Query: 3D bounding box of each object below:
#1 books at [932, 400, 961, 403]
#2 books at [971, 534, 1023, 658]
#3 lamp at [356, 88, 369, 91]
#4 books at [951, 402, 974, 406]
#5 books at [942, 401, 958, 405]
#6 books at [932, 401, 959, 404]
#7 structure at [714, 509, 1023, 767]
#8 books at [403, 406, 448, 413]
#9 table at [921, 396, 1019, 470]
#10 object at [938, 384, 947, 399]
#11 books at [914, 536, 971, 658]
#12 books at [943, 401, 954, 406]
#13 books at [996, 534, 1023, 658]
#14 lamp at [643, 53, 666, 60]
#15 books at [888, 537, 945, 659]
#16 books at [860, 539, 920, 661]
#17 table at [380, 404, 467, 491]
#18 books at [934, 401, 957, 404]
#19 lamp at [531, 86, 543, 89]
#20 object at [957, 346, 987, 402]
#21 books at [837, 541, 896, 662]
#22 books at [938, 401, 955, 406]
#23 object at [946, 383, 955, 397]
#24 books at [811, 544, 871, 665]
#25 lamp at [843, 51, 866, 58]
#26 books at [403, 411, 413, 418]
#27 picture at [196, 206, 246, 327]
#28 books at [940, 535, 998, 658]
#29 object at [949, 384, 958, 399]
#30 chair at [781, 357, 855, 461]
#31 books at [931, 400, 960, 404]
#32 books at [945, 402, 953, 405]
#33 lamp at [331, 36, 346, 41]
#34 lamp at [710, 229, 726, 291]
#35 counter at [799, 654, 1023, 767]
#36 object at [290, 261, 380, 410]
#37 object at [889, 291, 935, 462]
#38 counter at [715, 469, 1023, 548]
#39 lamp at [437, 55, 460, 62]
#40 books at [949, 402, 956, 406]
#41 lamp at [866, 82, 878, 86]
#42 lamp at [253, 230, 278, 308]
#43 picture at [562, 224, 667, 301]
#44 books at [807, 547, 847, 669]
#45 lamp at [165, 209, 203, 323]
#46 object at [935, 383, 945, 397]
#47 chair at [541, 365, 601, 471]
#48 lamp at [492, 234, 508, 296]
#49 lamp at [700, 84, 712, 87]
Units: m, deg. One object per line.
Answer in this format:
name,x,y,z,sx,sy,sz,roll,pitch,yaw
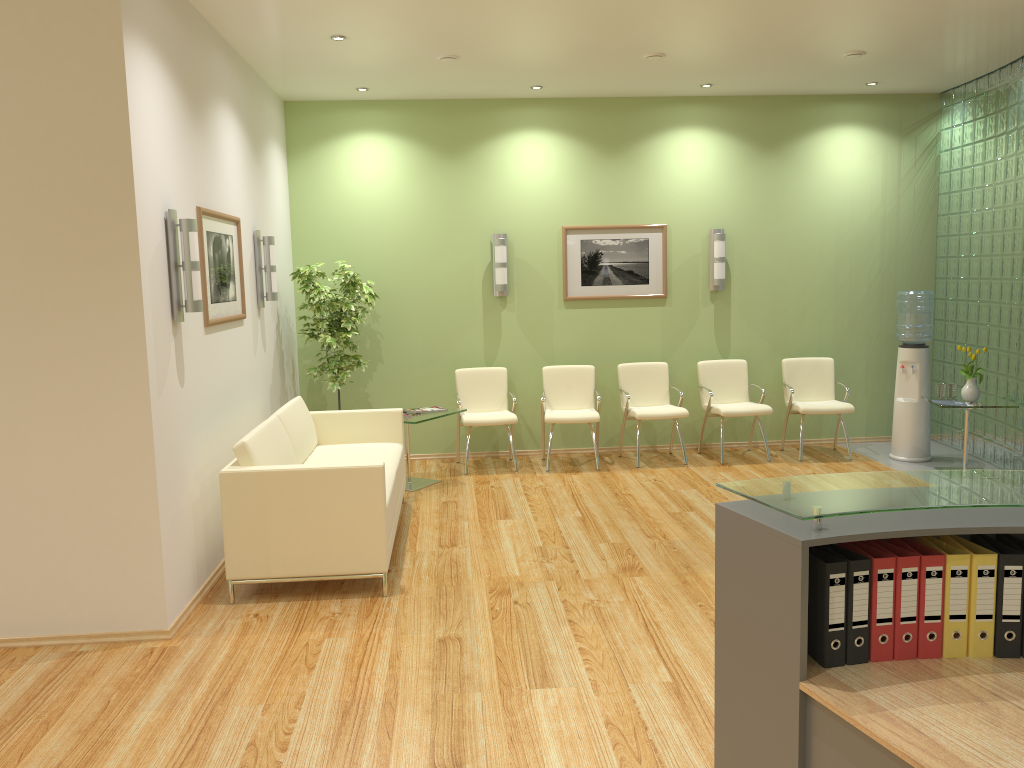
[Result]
books,3.573,0.145,7.284,0.210,0.004,0.150,1,8,21
books,1.299,0.570,2.432,0.062,0.282,0.233,-2,7,-4
lamp,-1.282,-2.523,7.600,0.105,0.011,0.105,1,8,22
books,3.633,0.160,7.149,0.150,0.004,0.210,1,8,21
books,3.567,0.152,7.230,0.210,0.004,0.150,-3,7,-9
books,3.566,0.150,7.248,0.210,0.004,0.150,-1,7,1
structure,2.067,1.024,1.197,1.837,1.049,3.673,-4,7,-19
books,-0.737,0.213,7.499,0.328,0.031,0.230,-5,8,-28
table,3.771,0.442,7.360,0.581,0.614,0.581,0,7,10
object,3.630,0.061,7.483,0.071,0.119,0.072,-2,7,-4
books,1.153,0.572,2.441,0.062,0.282,0.233,-3,7,-10
books,3.589,0.158,7.181,0.210,0.004,0.150,-7,9,-38
books,1.367,0.569,2.425,0.062,0.282,0.233,-2,7,-4
lamp,1.075,-2.461,6.685,0.167,0.024,0.167,-8,10,-43
books,1.108,0.573,2.442,0.063,0.282,0.231,-1,7,2
books,1.032,0.576,2.438,0.063,0.282,0.231,-2,7,-3
table,-0.876,0.544,7.479,0.736,0.614,0.736,3,8,31
books,3.572,0.154,7.213,0.210,0.004,0.150,-4,7,-19
lamp,0.214,-2.573,7.700,0.105,0.011,0.105,-4,8,-23
object,3.767,-0.087,7.272,0.219,0.459,0.201,2,8,26
books,0.967,0.578,2.432,0.063,0.282,0.231,-2,7,-3
books,3.579,0.156,7.196,0.210,0.004,0.150,-5,8,-29
object,3.729,0.051,7.543,0.071,0.119,0.072,-2,7,-4
books,0.889,0.582,2.418,0.063,0.282,0.231,-2,7,-8
lamp,2.622,-2.513,6.788,0.167,0.024,0.167,-4,8,-21
books,-0.979,0.242,7.311,0.230,0.031,0.328,-5,8,-23
picture,-1.835,-0.740,5.652,0.025,0.700,1.000,-2,7,-4
books,1.223,0.571,2.438,0.062,0.282,0.233,-3,7,-9
object,3.713,0.061,7.465,0.071,0.119,0.072,-2,7,-4
chair,2.831,0.221,8.248,0.536,0.881,0.650,-1,7,1
books,3.568,0.148,7.266,0.210,0.004,0.150,0,7,11
books,3.602,0.159,7.168,0.150,0.004,0.210,5,9,41
lamp,-1.166,-2.321,5.959,0.105,0.011,0.105,3,8,29
lamp,1.956,-1.179,8.412,0.134,0.580,0.142,-2,7,-4
counter,2.009,0.862,1.158,1.723,0.018,3.444,-4,7,-19
object,-1.515,-0.125,7.771,0.668,1.900,0.943,-1,7,4
object,3.585,-0.073,7.930,0.353,1.506,0.353,-1,7,3
counter,2.052,0.465,1.127,1.837,0.078,3.674,-4,7,-19
lamp,-0.473,-2.410,6.582,0.167,0.024,0.167,-8,10,-43
books,3.617,0.160,7.157,0.150,0.004,0.210,3,8,31
lamp,3.206,-2.673,7.900,0.105,0.011,0.105,-4,8,-23
lamp,-1.849,-0.867,6.675,0.142,0.580,0.134,-2,7,-4
picture,0.978,-1.153,8.405,1.000,0.700,0.025,-2,7,-4
books,0.822,0.585,2.404,0.063,0.282,0.231,-2,7,-8
lamp,-1.704,-0.615,4.628,0.142,0.580,0.134,-2,7,-4
object,3.648,0.051,7.565,0.071,0.119,0.072,-2,7,-4
chair,0.536,0.297,8.098,0.536,0.881,0.650,-1,7,1
lamp,-0.106,-1.110,8.275,0.134,0.580,0.142,-2,7,-4
lamp,1.710,-2.623,7.800,0.105,0.011,0.105,-4,8,-23
